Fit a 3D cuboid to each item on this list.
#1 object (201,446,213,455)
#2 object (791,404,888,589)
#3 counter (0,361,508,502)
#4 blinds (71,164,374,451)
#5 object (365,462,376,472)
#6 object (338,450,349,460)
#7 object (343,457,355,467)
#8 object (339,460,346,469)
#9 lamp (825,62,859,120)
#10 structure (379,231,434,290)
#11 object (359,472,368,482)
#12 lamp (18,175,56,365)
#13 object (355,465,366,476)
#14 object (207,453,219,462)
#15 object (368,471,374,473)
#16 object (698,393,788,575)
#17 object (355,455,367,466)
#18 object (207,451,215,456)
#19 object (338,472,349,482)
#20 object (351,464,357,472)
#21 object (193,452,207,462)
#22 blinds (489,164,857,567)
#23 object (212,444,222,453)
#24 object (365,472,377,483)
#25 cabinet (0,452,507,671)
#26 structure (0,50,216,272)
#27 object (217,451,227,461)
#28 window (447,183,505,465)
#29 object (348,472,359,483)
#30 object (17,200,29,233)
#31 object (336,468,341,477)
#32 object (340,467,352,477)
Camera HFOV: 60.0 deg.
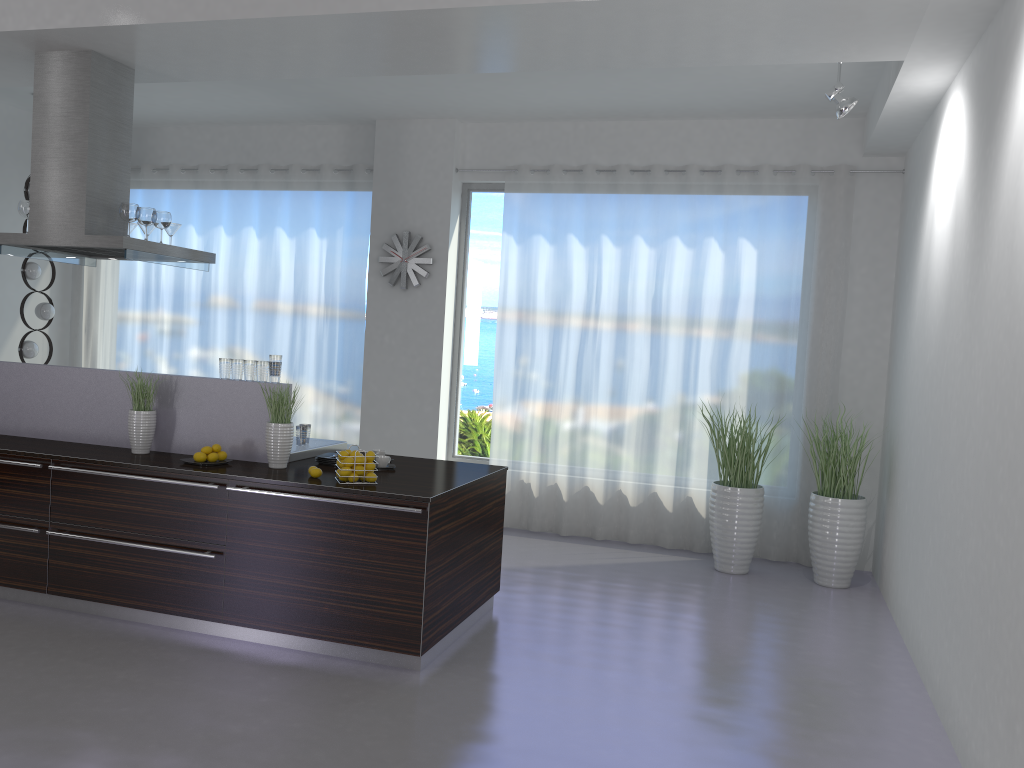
[{"bbox_3d":[-1.655,0.360,4.807,0.061,0.047,0.053,4,3,19],"label":"object"},{"bbox_3d":[2.297,0.783,6.427,0.656,1.334,0.713,3,3,1],"label":"object"},{"bbox_3d":[-1.787,0.607,5.265,3.291,1.300,1.302,4,3,16],"label":"counter"},{"bbox_3d":[-2.885,-0.517,8.448,3.245,3.112,0.120,4,3,16],"label":"blinds"},{"bbox_3d":[-0.722,0.420,4.497,0.061,0.054,0.053,2,3,-28],"label":"object"},{"bbox_3d":[-0.858,0.364,4.515,0.053,0.051,0.063,2,3,-26],"label":"object"},{"bbox_3d":[-0.819,0.392,4.454,0.061,0.052,0.053,5,3,29],"label":"object"},{"bbox_3d":[-0.848,0.410,4.501,0.062,0.053,0.052,3,3,-12],"label":"object"},{"bbox_3d":[1.888,-1.765,5.047,0.185,0.511,0.150,4,3,16],"label":"lamp"},{"bbox_3d":[-0.930,-1.078,7.737,0.505,0.505,0.076,4,3,16],"label":"structure"},{"bbox_3d":[-0.753,0.470,4.520,0.061,0.055,0.050,2,3,-28],"label":"object"},{"bbox_3d":[-4.114,-1.313,7.734,0.180,2.370,0.367,4,3,10],"label":"lamp"},{"bbox_3d":[-0.765,0.434,4.456,0.061,0.055,0.051,3,3,-4],"label":"object"},{"bbox_3d":[-1.617,0.397,4.793,0.061,0.054,0.052,3,3,-7],"label":"object"},{"bbox_3d":[-0.741,0.445,4.560,0.062,0.053,0.052,2,3,-37],"label":"object"},{"bbox_3d":[1.655,0.738,6.581,0.713,1.334,0.656,4,3,17],"label":"object"},{"bbox_3d":[-0.761,0.384,4.460,0.051,0.053,0.063,5,3,29],"label":"object"},{"bbox_3d":[-1.639,0.394,4.847,0.057,0.060,0.071,4,3,18],"label":"object"},{"bbox_3d":[-0.841,0.463,4.487,0.064,0.063,0.074,5,3,37],"label":"object"},{"bbox_3d":[-0.783,0.429,4.481,0.051,0.053,0.062,5,3,24],"label":"object"},{"bbox_3d":[-1.676,0.394,4.766,0.070,0.058,0.060,4,3,15],"label":"object"},{"bbox_3d":[1.200,-0.218,7.251,2.830,3.112,0.120,4,3,16],"label":"blinds"},{"bbox_3d":[-1.612,0.350,4.838,0.053,0.048,0.063,3,3,-18],"label":"object"},{"bbox_3d":[-0.713,0.472,4.477,0.062,0.052,0.053,2,3,-34],"label":"object"},{"bbox_3d":[-1.805,0.830,5.266,3.285,0.852,1.377,4,3,16],"label":"cabinet"},{"bbox_3d":[-2.616,-1.408,5.814,0.981,1.231,0.915,4,3,16],"label":"structure"},{"bbox_3d":[-1.586,0.392,4.842,0.063,0.053,0.051,2,3,-33],"label":"object"},{"bbox_3d":[0.935,-0.435,7.557,3.000,2.500,0.100,4,3,16],"label":"window"},{"bbox_3d":[-0.796,0.468,4.451,0.051,0.053,0.063,5,3,24],"label":"object"},{"bbox_3d":[-3.084,-1.053,5.654,0.125,0.221,0.125,6,3,41],"label":"object"},{"bbox_3d":[-0.871,0.453,4.540,0.060,0.057,0.052,4,3,18],"label":"object"},{"bbox_3d":[-0.830,0.439,4.431,0.061,0.054,0.052,3,3,-7],"label":"object"}]
